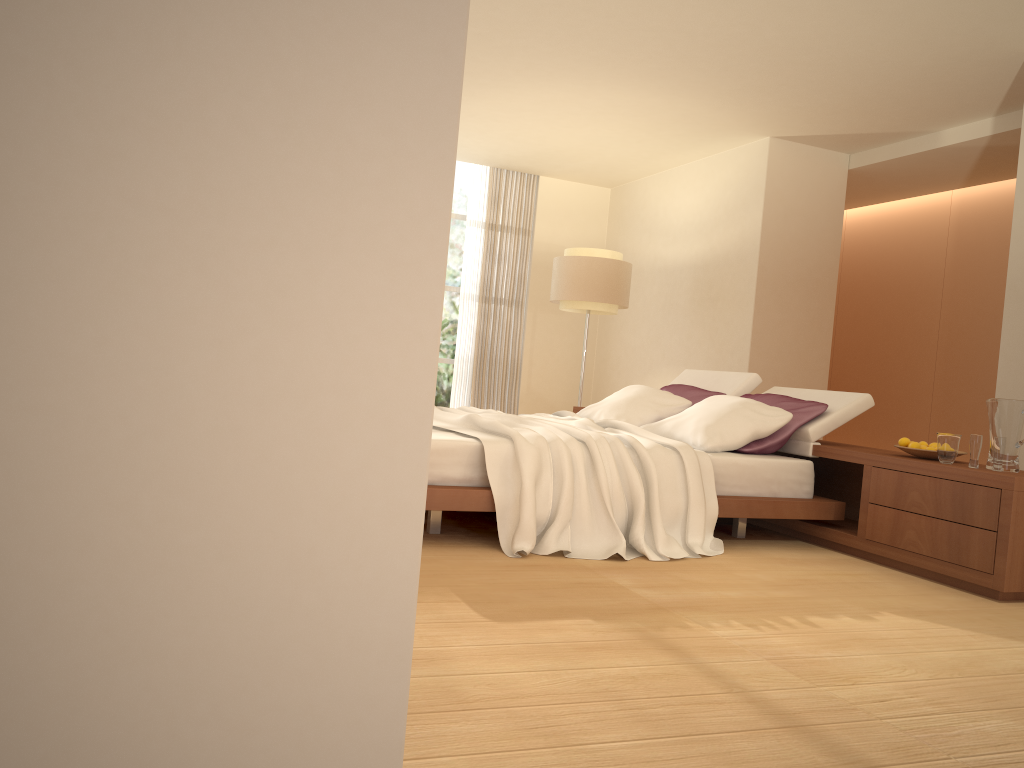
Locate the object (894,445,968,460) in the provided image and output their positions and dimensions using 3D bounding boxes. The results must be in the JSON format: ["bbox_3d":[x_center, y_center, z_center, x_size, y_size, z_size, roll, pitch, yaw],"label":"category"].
[{"bbox_3d":[2.108,0.353,4.474,0.337,0.053,0.337,5,1,-9],"label":"object"}]

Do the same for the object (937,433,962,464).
[{"bbox_3d":[2.074,0.308,4.222,0.110,0.141,0.110,5,1,20],"label":"object"}]

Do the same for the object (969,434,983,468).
[{"bbox_3d":[2.128,0.309,4.076,0.052,0.154,0.052,5,1,-4],"label":"object"}]

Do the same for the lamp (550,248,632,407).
[{"bbox_3d":[0.709,-0.280,8.672,0.817,2.018,0.817,5,1,21],"label":"lamp"}]

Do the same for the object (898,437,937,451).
[{"bbox_3d":[2.098,0.324,4.486,0.259,0.084,0.230,6,1,38],"label":"object"}]

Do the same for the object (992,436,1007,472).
[{"bbox_3d":[2.201,0.317,4.010,0.052,0.154,0.052,5,1,-4],"label":"object"}]

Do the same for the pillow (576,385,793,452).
[{"bbox_3d":[0.950,0.190,5.507,0.561,0.339,1.720,5,1,-22],"label":"pillow"}]

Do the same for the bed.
[{"bbox_3d":[0.235,0.457,5.186,2.535,0.570,2.599,5,1,-22],"label":"bed"}]

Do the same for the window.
[{"bbox_3d":[-2.144,-1.230,9.778,4.781,3.371,0.071,5,1,-22],"label":"window"}]

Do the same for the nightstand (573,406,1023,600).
[{"bbox_3d":[1.520,0.578,5.773,0.493,0.539,4.220,5,1,-22],"label":"nightstand"}]

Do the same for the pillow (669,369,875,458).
[{"bbox_3d":[1.504,0.149,5.747,0.461,0.457,1.779,5,1,-23],"label":"pillow"}]

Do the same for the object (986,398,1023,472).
[{"bbox_3d":[2.279,0.235,4.071,0.227,0.328,0.159,6,1,36],"label":"object"}]

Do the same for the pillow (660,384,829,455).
[{"bbox_3d":[1.198,0.196,5.615,0.575,0.369,1.683,5,1,-22],"label":"pillow"}]

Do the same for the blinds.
[{"bbox_3d":[-0.203,-1.055,10.241,0.814,3.351,0.202,5,1,-23],"label":"blinds"}]
